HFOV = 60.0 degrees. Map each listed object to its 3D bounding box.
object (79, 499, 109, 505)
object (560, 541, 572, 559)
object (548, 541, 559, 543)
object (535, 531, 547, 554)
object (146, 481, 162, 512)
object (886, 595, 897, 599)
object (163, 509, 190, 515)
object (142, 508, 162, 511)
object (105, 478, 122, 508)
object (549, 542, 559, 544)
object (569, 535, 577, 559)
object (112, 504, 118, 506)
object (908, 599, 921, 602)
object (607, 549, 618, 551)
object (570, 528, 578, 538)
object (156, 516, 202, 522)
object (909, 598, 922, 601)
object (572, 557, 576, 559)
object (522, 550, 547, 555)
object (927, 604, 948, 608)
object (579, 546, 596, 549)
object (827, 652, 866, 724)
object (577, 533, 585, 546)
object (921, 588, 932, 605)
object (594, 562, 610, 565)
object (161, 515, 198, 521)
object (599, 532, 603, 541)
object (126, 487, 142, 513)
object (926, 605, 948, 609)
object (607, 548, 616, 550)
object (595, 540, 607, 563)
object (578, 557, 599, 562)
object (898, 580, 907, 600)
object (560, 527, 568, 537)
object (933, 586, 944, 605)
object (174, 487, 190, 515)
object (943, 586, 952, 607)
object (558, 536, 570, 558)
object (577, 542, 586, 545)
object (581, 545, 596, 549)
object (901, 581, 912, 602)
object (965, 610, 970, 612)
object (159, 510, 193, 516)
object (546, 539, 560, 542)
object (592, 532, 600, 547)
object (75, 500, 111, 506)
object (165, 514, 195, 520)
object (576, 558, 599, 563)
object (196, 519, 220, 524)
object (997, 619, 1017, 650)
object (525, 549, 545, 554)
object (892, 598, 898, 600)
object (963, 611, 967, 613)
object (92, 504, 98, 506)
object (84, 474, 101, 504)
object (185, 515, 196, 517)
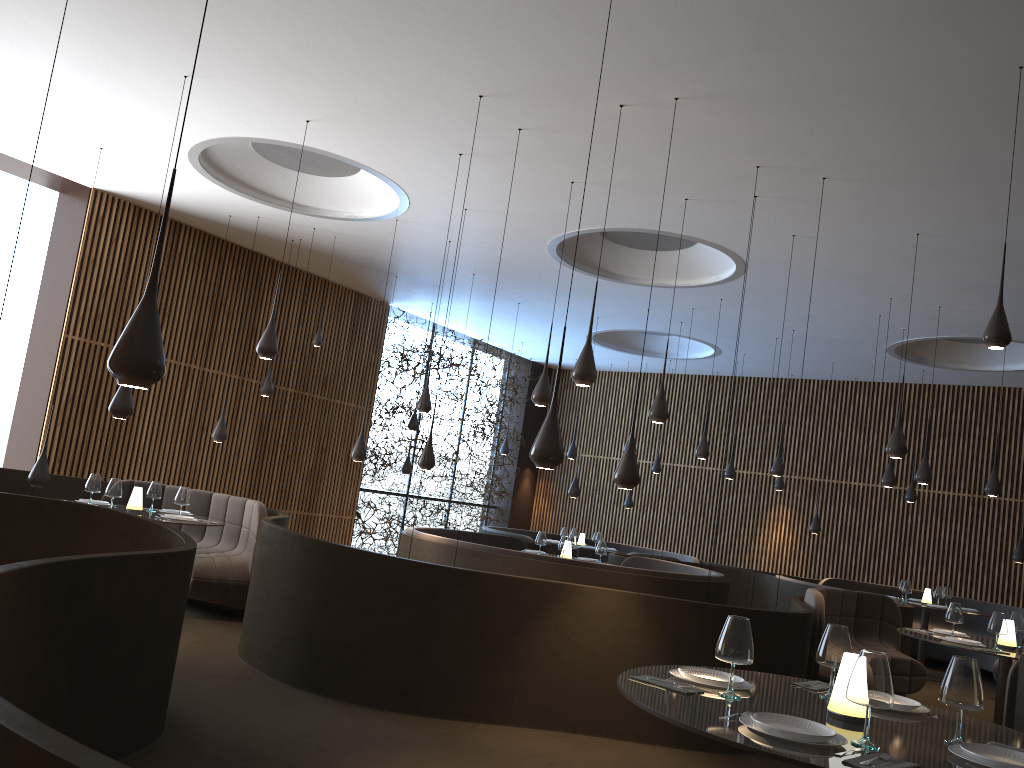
[{"bbox_3d":[-4.022,1.138,8.530,0.263,0.029,0.264,8,-8,3],"label":"object"},{"bbox_3d":[0.672,2.036,10.854,0.145,0.231,0.142,14,-8,-39],"label":"object"},{"bbox_3d":[0.721,2.811,15.805,0.331,0.014,0.333,4,-9,32],"label":"object"},{"bbox_3d":[0.357,1.980,11.012,0.142,0.294,0.142,8,-6,2],"label":"object"},{"bbox_3d":[-3.538,1.109,8.756,0.142,0.294,0.142,8,-6,3],"label":"object"},{"bbox_3d":[5.546,3.147,13.104,0.263,0.029,0.264,2,-10,41],"label":"object"},{"bbox_3d":[-3.343,1.277,8.827,0.263,0.029,0.264,8,-7,1],"label":"object"},{"bbox_3d":[-3.608,1.275,8.974,0.126,0.017,0.263,5,-8,26],"label":"object"},{"bbox_3d":[-3.594,1.000,7.992,0.142,0.294,0.142,4,-7,32],"label":"object"},{"bbox_3d":[0.723,2.778,15.504,0.262,0.017,0.127,9,-7,-3],"label":"object"},{"bbox_3d":[0.754,2.070,11.257,0.142,0.294,0.142,13,-8,-33],"label":"object"},{"bbox_3d":[-4.022,1.150,8.533,0.204,0.012,0.412,4,-8,27],"label":"object"},{"bbox_3d":[6.148,3.284,13.402,0.332,0.014,0.332,11,-8,-16],"label":"object"},{"bbox_3d":[1.741,2.982,15.969,0.331,0.014,0.333,6,-8,20],"label":"object"},{"bbox_3d":[1.132,2.791,16.249,0.142,0.294,0.142,4,-8,35],"label":"object"},{"bbox_3d":[-3.057,1.238,8.137,0.204,0.012,0.412,5,-8,23],"label":"object"},{"bbox_3d":[6.149,3.275,13.403,0.263,0.029,0.263,11,-8,-19],"label":"object"},{"bbox_3d":[0.766,2.248,11.476,0.126,0.017,0.263,1,-11,46],"label":"object"},{"bbox_3d":[0.289,2.137,11.225,0.331,0.014,0.333,1,-10,43],"label":"object"},{"bbox_3d":[5.942,3.109,12.386,0.263,0.029,0.264,5,-8,25],"label":"object"},{"bbox_3d":[1.317,2.839,15.361,0.331,0.014,0.333,5,-8,21],"label":"object"},{"bbox_3d":[1.233,1.101,3.225,0.142,0.231,0.145,7,-7,13],"label":"object"},{"bbox_3d":[1.251,2.794,15.912,0.142,0.231,0.145,7,-7,15],"label":"object"},{"bbox_3d":[6.048,3.096,12.914,0.142,0.231,0.145,5,-7,26],"label":"object"},{"bbox_3d":[1.092,2.150,10.510,0.264,0.029,0.263,14,-10,-39],"label":"object"},{"bbox_3d":[-3.056,1.237,8.141,0.331,0.014,0.333,8,-8,5],"label":"object"},{"bbox_3d":[1.590,2.843,16.141,0.142,0.294,0.142,10,-6,-12],"label":"object"},{"bbox_3d":[-3.535,1.085,8.337,0.143,0.231,0.144,13,-8,-34],"label":"object"},{"bbox_3d":[5.941,3.118,12.385,0.332,0.014,0.332,12,-8,-23],"label":"object"},{"bbox_3d":[1.743,2.972,15.970,0.263,0.029,0.264,5,-8,23],"label":"object"},{"bbox_3d":[1.079,2.051,10.754,0.142,0.294,0.142,8,-6,6],"label":"object"},{"bbox_3d":[0.966,2.230,11.249,0.263,0.029,0.264,4,-9,30],"label":"object"},{"bbox_3d":[5.875,3.093,13.313,0.142,0.294,0.142,11,-7,-24],"label":"object"},{"bbox_3d":[0.921,2.683,15.673,0.142,0.294,0.142,5,-7,29],"label":"object"},{"bbox_3d":[6.112,3.047,12.702,0.142,0.294,0.142,12,-7,-27],"label":"object"},{"bbox_3d":[-3.118,1.120,8.373,0.142,0.294,0.142,3,-8,38],"label":"object"},{"bbox_3d":[6.438,3.151,13.131,0.142,0.294,0.142,10,-7,-18],"label":"object"},{"bbox_3d":[0.611,1.942,10.446,0.142,0.294,0.142,9,-6,-4],"label":"object"},{"bbox_3d":[1.237,2.960,16.429,0.263,0.029,0.264,5,-8,26],"label":"object"},{"bbox_3d":[1.318,2.829,15.362,0.263,0.029,0.264,2,-10,40],"label":"object"},{"bbox_3d":[5.724,3.010,12.854,0.142,0.294,0.142,6,-7,23],"label":"object"},{"bbox_3d":[6.561,3.261,12.769,0.204,0.012,0.412,7,-8,12],"label":"object"},{"bbox_3d":[-3.344,1.286,8.826,0.331,0.014,0.333,5,-8,26],"label":"object"},{"bbox_3d":[0.722,2.801,15.806,0.263,0.029,0.263,11,-8,-19],"label":"object"},{"bbox_3d":[1.474,2.749,15.559,0.142,0.294,0.142,5,-7,28],"label":"object"},{"bbox_3d":[-4.023,1.147,8.529,0.333,0.014,0.332,14,-10,-39],"label":"object"},{"bbox_3d":[-3.054,1.228,8.142,0.263,0.029,0.264,7,-8,12],"label":"object"},{"bbox_3d":[0.965,2.239,11.248,0.333,0.014,0.332,14,-9,-37],"label":"object"},{"bbox_3d":[-2.906,1.301,8.398,0.261,0.017,0.127,4,-8,28],"label":"object"},{"bbox_3d":[4.104,2.069,7.337,0.144,0.231,0.143,7,-7,9],"label":"object"},{"bbox_3d":[0.291,2.128,11.226,0.263,0.029,0.264,8,-7,1],"label":"object"},{"bbox_3d":[5.545,3.156,13.103,0.331,0.014,0.333,5,-8,22],"label":"object"},{"bbox_3d":[6.219,3.151,12.273,0.126,0.017,0.263,6,-8,18],"label":"object"},{"bbox_3d":[-3.819,1.081,7.879,0.263,0.029,0.264,2,-10,38],"label":"object"},{"bbox_3d":[-3.936,0.993,8.321,0.142,0.294,0.142,7,-6,8],"label":"object"},{"bbox_3d":[-3.340,1.288,8.825,0.410,0.012,0.205,5,-8,22],"label":"object"}]
